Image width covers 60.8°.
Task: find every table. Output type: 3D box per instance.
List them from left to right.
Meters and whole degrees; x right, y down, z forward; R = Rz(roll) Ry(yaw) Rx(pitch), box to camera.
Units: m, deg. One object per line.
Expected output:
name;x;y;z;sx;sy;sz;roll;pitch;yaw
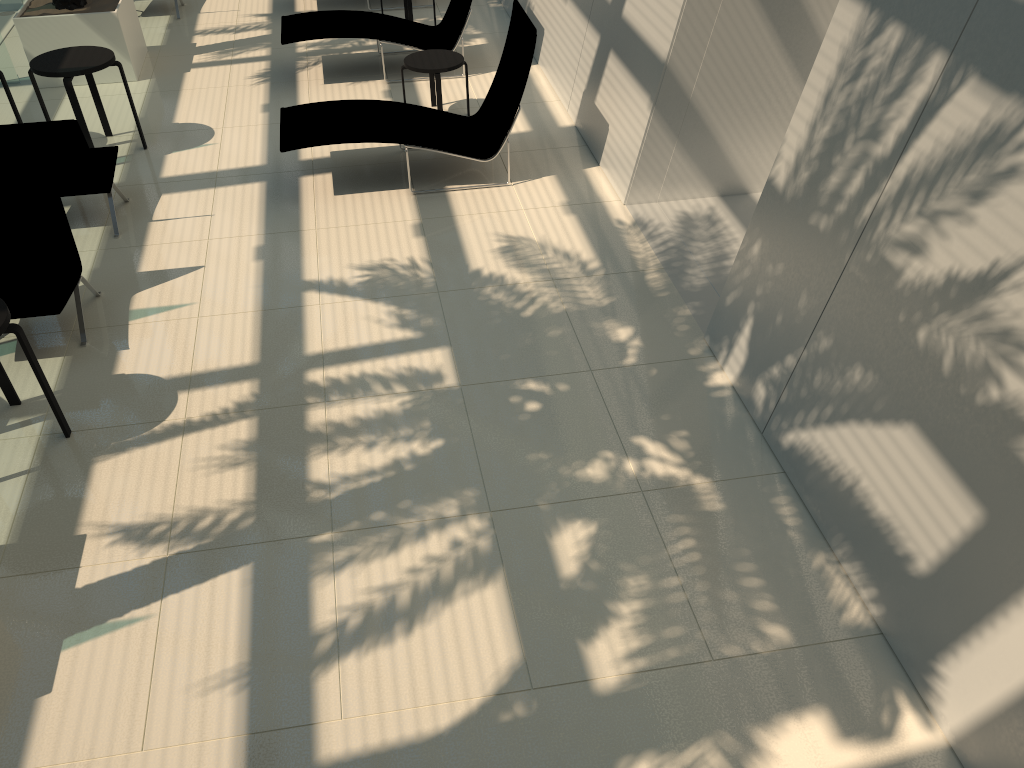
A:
table;-2.943;0.017;4.745;0.658;0.848;0.642;26;47;28
table;-4.656;-2.308;7.514;0.667;0.848;0.633;19;45;21
table;-3.701;-2.421;7.624;0.667;0.848;0.633;19;45;21
table;-1.188;-4.314;10.004;0.540;0.562;0.519;22;46;24
table;-0.713;-2.765;8.175;0.540;0.562;0.519;22;46;24

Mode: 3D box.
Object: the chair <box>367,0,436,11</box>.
chair;-1.822;-5.360;10.699;2.031;1.258;0.845;-7;41;-7

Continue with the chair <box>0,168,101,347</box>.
chair;-3.185;-0.713;5.512;0.714;0.965;0.813;-7;41;-7

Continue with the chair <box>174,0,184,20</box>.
chair;-4.496;-5.030;10.609;0.714;0.965;0.813;-7;41;-7

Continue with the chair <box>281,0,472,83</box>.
chair;-1.360;-3.858;8.925;2.031;1.258;0.845;-7;41;-7

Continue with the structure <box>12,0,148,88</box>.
structure;-4.569;-6.207;6.863;4.787;7.616;4.096;-12;42;-12

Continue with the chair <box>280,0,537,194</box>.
chair;-0.885;-2.309;7.096;2.031;1.258;0.845;-7;41;-7

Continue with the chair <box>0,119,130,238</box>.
chair;-3.475;-1.706;6.685;0.714;0.965;0.813;-7;41;-7
